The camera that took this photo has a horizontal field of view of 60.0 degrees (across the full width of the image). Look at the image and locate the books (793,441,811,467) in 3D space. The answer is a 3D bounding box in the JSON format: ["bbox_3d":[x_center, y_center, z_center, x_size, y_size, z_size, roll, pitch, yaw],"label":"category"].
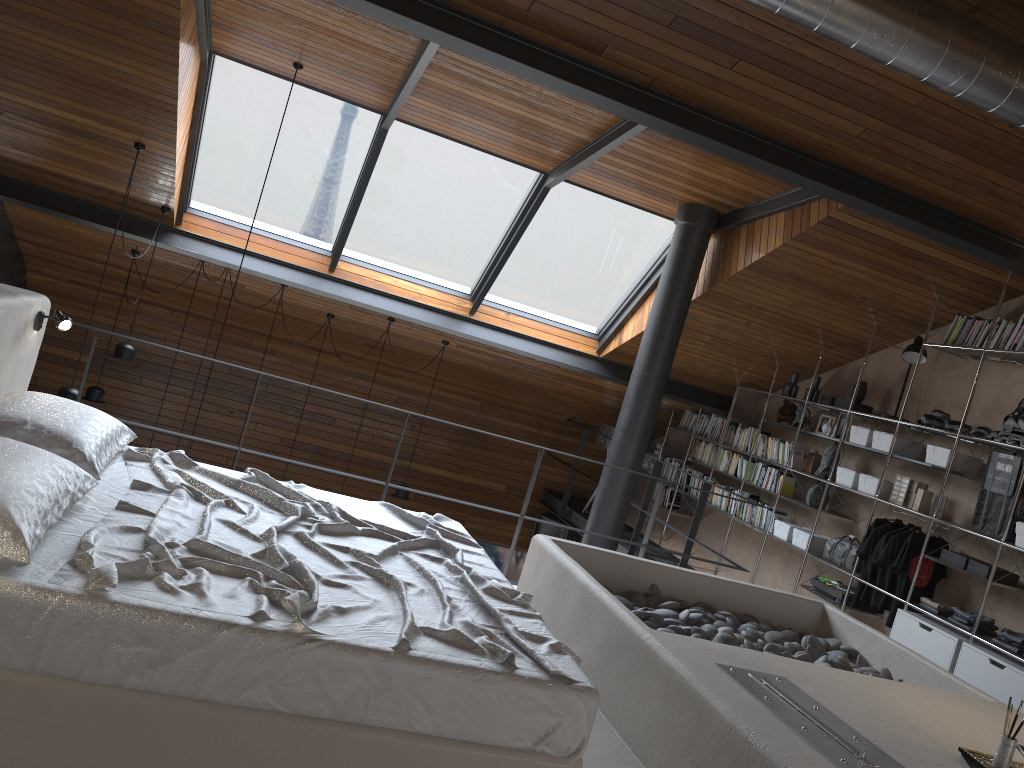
[{"bbox_3d":[2.458,0.611,7.542,0.177,0.209,0.082,16,2,-17],"label":"books"}]

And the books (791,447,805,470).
[{"bbox_3d":[2.424,0.633,7.520,0.117,0.176,0.074,16,2,-17],"label":"books"}]

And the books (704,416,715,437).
[{"bbox_3d":[2.039,0.445,8.901,0.148,0.229,0.073,16,2,-17],"label":"books"}]

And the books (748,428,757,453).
[{"bbox_3d":[2.247,0.534,8.138,0.148,0.233,0.053,16,2,-17],"label":"books"}]

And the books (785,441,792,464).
[{"bbox_3d":[2.423,0.613,7.630,0.164,0.209,0.084,16,2,-17],"label":"books"}]

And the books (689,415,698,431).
[{"bbox_3d":[1.938,0.428,9.256,0.127,0.197,0.063,16,2,-17],"label":"books"}]

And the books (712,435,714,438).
[{"bbox_3d":[2.084,0.478,8.812,0.137,0.198,0.063,16,2,-17],"label":"books"}]

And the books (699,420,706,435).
[{"bbox_3d":[2.003,0.455,9.067,0.120,0.186,0.064,16,2,-17],"label":"books"}]

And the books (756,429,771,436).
[{"bbox_3d":[2.285,0.546,8.114,0.148,0.233,0.053,16,2,-17],"label":"books"}]

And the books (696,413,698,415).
[{"bbox_3d":[1.961,0.424,9.282,0.177,0.214,0.064,16,2,-17],"label":"books"}]

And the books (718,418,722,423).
[{"bbox_3d":[2.091,0.463,8.829,0.148,0.229,0.073,16,2,-17],"label":"books"}]

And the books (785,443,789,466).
[{"bbox_3d":[2.403,0.617,7.592,0.127,0.192,0.079,16,2,-17],"label":"books"}]

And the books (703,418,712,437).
[{"bbox_3d":[2.028,0.453,8.971,0.117,0.218,0.073,16,2,-17],"label":"books"}]

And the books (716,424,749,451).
[{"bbox_3d":[2.154,0.505,8.483,0.131,0.216,0.509,16,2,-17],"label":"books"}]

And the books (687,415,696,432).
[{"bbox_3d":[1.928,0.425,9.265,0.127,0.197,0.063,16,2,-17],"label":"books"}]

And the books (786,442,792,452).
[{"bbox_3d":[2.426,0.613,7.621,0.170,0.209,0.082,16,2,-18],"label":"books"}]

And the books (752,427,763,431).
[{"bbox_3d":[2.242,0.529,8.219,0.143,0.236,0.062,16,2,-17],"label":"books"}]

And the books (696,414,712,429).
[{"bbox_3d":[1.971,0.426,9.134,0.122,0.227,0.076,16,2,-17],"label":"books"}]

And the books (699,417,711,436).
[{"bbox_3d":[2.008,0.445,9.036,0.133,0.215,0.070,16,2,-17],"label":"books"}]

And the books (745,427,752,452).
[{"bbox_3d":[2.234,0.528,8.185,0.148,0.233,0.053,16,2,-17],"label":"books"}]

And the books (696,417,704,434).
[{"bbox_3d":[1.983,0.447,9.107,0.138,0.189,0.065,16,2,-17],"label":"books"}]

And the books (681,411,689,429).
[{"bbox_3d":[1.904,0.403,9.449,0.149,0.202,0.067,16,2,-17],"label":"books"}]

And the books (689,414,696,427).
[{"bbox_3d":[1.939,0.427,9.292,0.139,0.199,0.074,16,2,-17],"label":"books"}]

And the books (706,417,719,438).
[{"bbox_3d":[2.053,0.450,8.857,0.148,0.229,0.073,16,2,-17],"label":"books"}]

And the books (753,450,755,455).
[{"bbox_3d":[2.282,0.562,8.084,0.137,0.201,0.047,16,2,-17],"label":"books"}]

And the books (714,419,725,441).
[{"bbox_3d":[2.098,0.471,8.765,0.148,0.234,0.033,16,2,-17],"label":"books"}]

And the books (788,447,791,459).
[{"bbox_3d":[2.409,0.633,7.565,0.119,0.166,0.072,16,2,-17],"label":"books"}]

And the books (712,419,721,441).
[{"bbox_3d":[2.087,0.468,8.785,0.148,0.233,0.053,16,2,-17],"label":"books"}]

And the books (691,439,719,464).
[{"bbox_3d":[1.959,0.692,8.929,0.130,0.216,0.311,16,2,-17],"label":"books"}]

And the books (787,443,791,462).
[{"bbox_3d":[2.413,0.620,7.584,0.127,0.192,0.079,16,2,-17],"label":"books"}]

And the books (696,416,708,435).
[{"bbox_3d":[1.992,0.440,9.091,0.137,0.213,0.068,16,2,-17],"label":"books"}]

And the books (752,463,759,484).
[{"bbox_3d":[2.263,0.823,7.978,0.169,0.189,0.018,16,2,-17],"label":"books"}]

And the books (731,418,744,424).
[{"bbox_3d":[2.152,0.473,8.610,0.142,0.268,0.020,16,2,-17],"label":"books"}]

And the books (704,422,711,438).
[{"bbox_3d":[2.044,0.461,8.941,0.155,0.212,0.073,16,2,-17],"label":"books"}]

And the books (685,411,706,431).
[{"bbox_3d":[1.932,0.404,9.341,0.143,0.233,0.081,16,2,-17],"label":"books"}]

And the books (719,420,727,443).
[{"bbox_3d":[2.124,0.480,8.695,0.148,0.234,0.013,16,2,-17],"label":"books"}]

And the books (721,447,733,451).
[{"bbox_3d":[2.067,0.730,8.659,0.142,0.218,0.020,16,2,-17],"label":"books"}]

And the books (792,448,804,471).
[{"bbox_3d":[2.420,0.636,7.507,0.112,0.169,0.068,16,2,-17],"label":"books"}]

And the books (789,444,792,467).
[{"bbox_3d":[2.425,0.622,7.557,0.125,0.200,0.088,16,2,-17],"label":"books"}]

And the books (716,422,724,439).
[{"bbox_3d":[2.097,0.489,8.742,0.143,0.199,0.019,16,2,-17],"label":"books"}]

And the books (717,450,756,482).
[{"bbox_3d":[2.129,0.767,8.303,0.139,0.208,0.494,16,2,-17],"label":"books"}]

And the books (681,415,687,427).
[{"bbox_3d":[1.890,0.411,9.462,0.131,0.178,0.057,16,2,-17],"label":"books"}]

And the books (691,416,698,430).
[{"bbox_3d":[1.951,0.430,9.229,0.125,0.204,0.072,16,2,-17],"label":"books"}]

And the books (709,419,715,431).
[{"bbox_3d":[2.062,0.466,8.901,0.164,0.214,0.066,16,2,-17],"label":"books"}]

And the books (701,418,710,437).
[{"bbox_3d":[2.015,0.456,9.008,0.123,0.201,0.071,16,2,-17],"label":"books"}]

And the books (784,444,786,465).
[{"bbox_3d":[2.402,0.615,7.634,0.127,0.192,0.079,16,2,-17],"label":"books"}]

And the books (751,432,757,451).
[{"bbox_3d":[2.271,0.556,8.121,0.148,0.205,0.049,16,2,-17],"label":"books"}]

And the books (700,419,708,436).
[{"bbox_3d":[2.010,0.458,9.026,0.126,0.194,0.064,16,2,-17],"label":"books"}]

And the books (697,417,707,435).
[{"bbox_3d":[1.995,0.446,9.078,0.131,0.202,0.068,16,2,-17],"label":"books"}]

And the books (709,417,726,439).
[{"bbox_3d":[2.102,0.462,8.859,0.191,0.249,0.077,16,2,-17],"label":"books"}]

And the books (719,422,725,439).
[{"bbox_3d":[2.120,0.493,8.710,0.148,0.206,0.014,16,2,-17],"label":"books"}]

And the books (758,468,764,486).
[{"bbox_3d":[2.263,0.838,7.884,0.130,0.169,0.010,16,2,-17],"label":"books"}]

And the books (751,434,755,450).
[{"bbox_3d":[2.259,0.564,8.129,0.131,0.180,0.042,16,2,-17],"label":"books"}]

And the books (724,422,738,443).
[{"bbox_3d":[2.134,0.487,8.590,0.129,0.231,0.010,16,2,-17],"label":"books"}]

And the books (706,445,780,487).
[{"bbox_3d":[2.142,0.766,8.330,0.138,0.212,1.041,16,2,-17],"label":"books"}]

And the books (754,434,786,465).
[{"bbox_3d":[2.325,0.582,7.848,0.139,0.206,0.498,16,2,-17],"label":"books"}]

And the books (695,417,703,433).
[{"bbox_3d":[1.963,0.440,9.123,0.111,0.194,0.059,16,2,-17],"label":"books"}]

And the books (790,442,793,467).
[{"bbox_3d":[2.441,0.619,7.545,0.161,0.215,0.092,16,2,-17],"label":"books"}]

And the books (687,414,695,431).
[{"bbox_3d":[1.927,0.423,9.307,0.127,0.197,0.063,16,2,-17],"label":"books"}]

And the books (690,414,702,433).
[{"bbox_3d":[1.969,0.427,9.211,0.161,0.220,0.074,16,2,-17],"label":"books"}]
